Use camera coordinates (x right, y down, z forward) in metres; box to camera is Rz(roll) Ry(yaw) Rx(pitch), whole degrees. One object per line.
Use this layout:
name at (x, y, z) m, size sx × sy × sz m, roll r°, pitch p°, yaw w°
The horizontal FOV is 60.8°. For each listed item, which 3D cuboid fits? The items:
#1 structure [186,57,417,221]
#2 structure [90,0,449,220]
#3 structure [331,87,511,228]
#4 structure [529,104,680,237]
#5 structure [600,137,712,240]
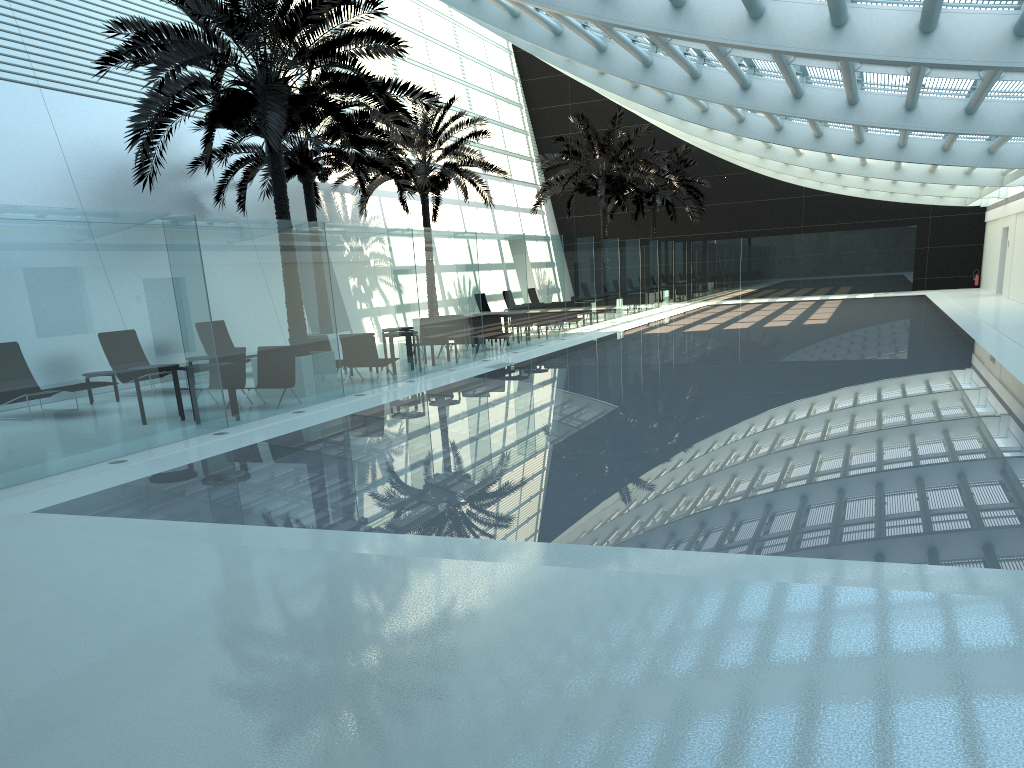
structure at (-4.653, -3.971, 20.100) m, size 4.644 × 7.107 × 4.100 m, roll -3°, pitch 14°, yaw 1°
structure at (-3.863, -3.337, 13.830) m, size 4.757 × 7.300 × 4.322 m, roll 8°, pitch 18°, yaw 40°
structure at (-2.606, -4.804, 25.489) m, size 4.556 × 7.170 × 4.182 m, roll -13°, pitch 17°, yaw -33°
structure at (3.274, -5.904, 30.808) m, size 4.820 × 7.301 × 4.262 m, roll 0°, pitch 14°, yaw 16°
structure at (6.337, -6.996, 38.021) m, size 4.459 × 7.299 × 4.610 m, roll -3°, pitch 14°, yaw 1°
